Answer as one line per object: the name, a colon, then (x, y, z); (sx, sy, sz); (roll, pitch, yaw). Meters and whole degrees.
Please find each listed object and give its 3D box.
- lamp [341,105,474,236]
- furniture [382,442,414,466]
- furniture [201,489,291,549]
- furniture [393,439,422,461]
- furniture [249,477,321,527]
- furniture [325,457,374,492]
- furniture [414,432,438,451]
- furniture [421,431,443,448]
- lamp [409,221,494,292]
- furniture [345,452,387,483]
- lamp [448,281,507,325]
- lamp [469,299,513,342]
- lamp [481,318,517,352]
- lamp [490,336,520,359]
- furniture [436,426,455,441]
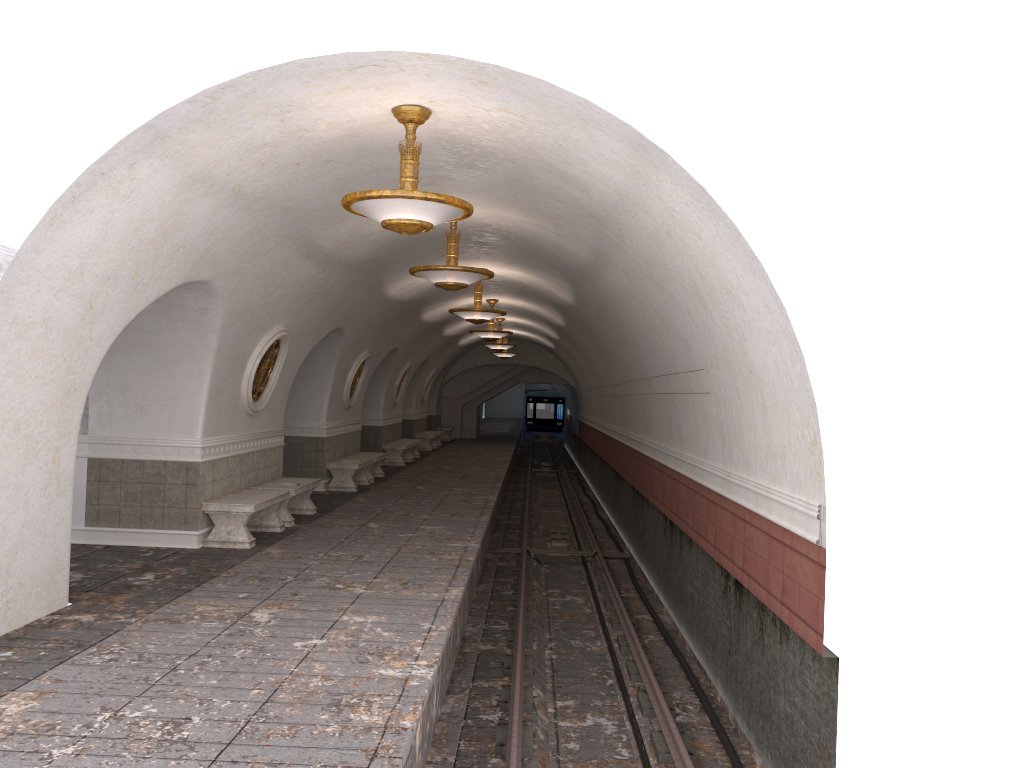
lamp: (-0.789, -1.617, 6.811); (1.008, 0.955, 1.008); (3, -1, -43)
furniture: (-2.928, 1.788, 22.827); (0.613, 0.508, 1.509); (2, -1, 1)
furniture: (-3.217, 1.622, 10.801); (0.613, 0.508, 1.509); (2, -1, 1)
furniture: (-2.887, 1.811, 24.508); (0.613, 0.508, 1.509); (2, -1, 1)
furniture: (-3.177, 1.645, 12.482); (0.613, 0.508, 1.509); (2, -1, 1)
furniture: (-3.072, 1.705, 16.808); (0.613, 0.508, 1.509); (2, -1, 1)
furniture: (-2.784, 1.869, 28.787); (0.613, 0.508, 1.509); (2, -1, 1)
furniture: (-2.744, 1.893, 30.468); (0.613, 0.508, 1.509); (2, -1, 1)
lamp: (-0.701, -1.566, 10.464); (1.008, 0.955, 1.008); (2, -1, -15)
furniture: (-3.032, 1.728, 18.489); (0.613, 0.508, 1.509); (2, -1, 1)
lamp: (-0.584, -1.500, 15.325); (1.008, 0.955, 1.008); (2, -1, -15)
lamp: (-0.468, -1.433, 20.153); (1.008, 0.955, 1.008); (2, -1, 17)
lamp: (-0.352, -1.367, 24.979); (1.008, 0.955, 1.008); (2, -1, 17)
lamp: (-0.236, -1.301, 29.807); (1.008, 0.955, 1.008); (3, -1, -43)
furniture: (-2.632, 1.956, 35.087); (0.613, 0.508, 1.509); (2, -1, 1)
